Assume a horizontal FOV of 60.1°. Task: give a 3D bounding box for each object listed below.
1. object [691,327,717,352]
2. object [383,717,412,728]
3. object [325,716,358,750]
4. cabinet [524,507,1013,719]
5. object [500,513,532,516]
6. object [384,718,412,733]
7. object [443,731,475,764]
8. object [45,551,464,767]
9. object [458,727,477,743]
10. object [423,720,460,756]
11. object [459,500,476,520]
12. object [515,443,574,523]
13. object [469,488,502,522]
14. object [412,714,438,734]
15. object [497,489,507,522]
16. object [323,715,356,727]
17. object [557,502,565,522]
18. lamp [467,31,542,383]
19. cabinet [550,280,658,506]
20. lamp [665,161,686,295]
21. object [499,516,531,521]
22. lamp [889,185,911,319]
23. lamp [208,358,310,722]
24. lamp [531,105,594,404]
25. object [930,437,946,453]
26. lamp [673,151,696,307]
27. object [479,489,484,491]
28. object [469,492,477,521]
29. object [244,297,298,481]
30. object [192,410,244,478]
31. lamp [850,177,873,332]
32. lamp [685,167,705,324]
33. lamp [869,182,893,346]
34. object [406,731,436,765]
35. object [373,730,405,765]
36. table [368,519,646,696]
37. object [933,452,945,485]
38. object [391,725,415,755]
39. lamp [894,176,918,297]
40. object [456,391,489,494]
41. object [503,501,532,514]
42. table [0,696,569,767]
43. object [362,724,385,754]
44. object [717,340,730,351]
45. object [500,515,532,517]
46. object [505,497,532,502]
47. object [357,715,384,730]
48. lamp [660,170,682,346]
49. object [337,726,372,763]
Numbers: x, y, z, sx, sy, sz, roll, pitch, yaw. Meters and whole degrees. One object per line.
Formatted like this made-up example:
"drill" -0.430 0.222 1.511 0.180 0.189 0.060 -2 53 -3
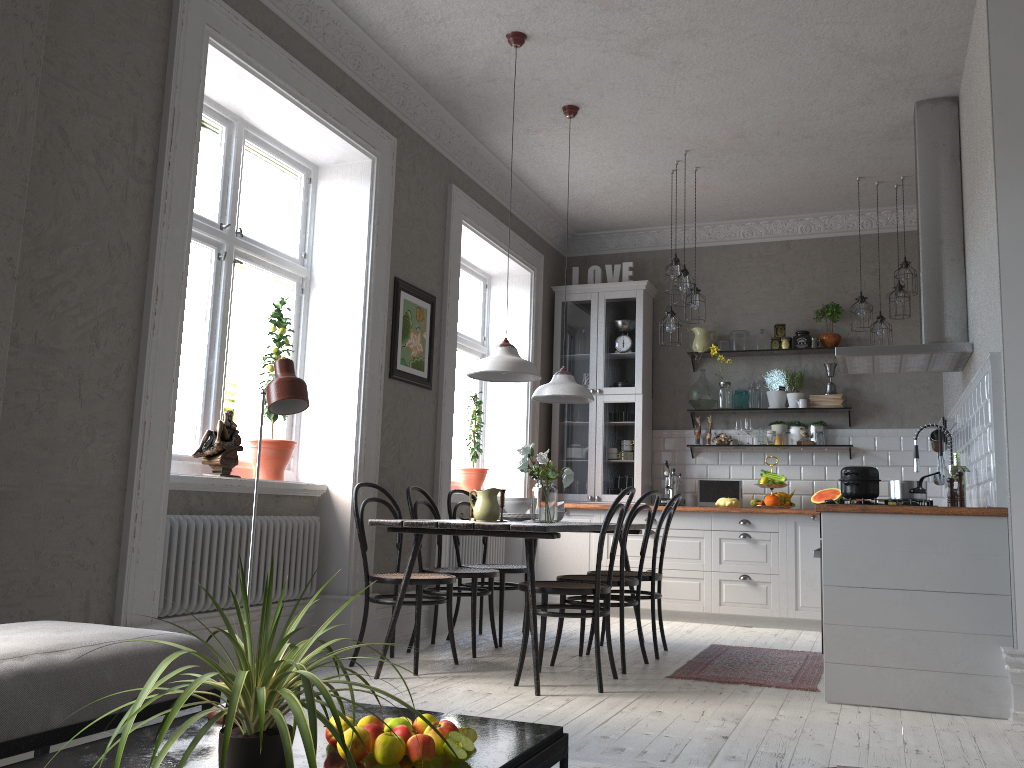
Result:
"object" 1.631 -0.365 7.539 0.187 0.216 0.176 -4 -10 35
"object" -0.246 0.746 1.913 0.063 0.039 0.067 -3 -9 27
"object" -0.350 0.714 1.810 0.066 0.066 0.071 -2 -9 26
"cabinet" 1.720 1.231 5.724 2.018 0.854 4.132 5 -9 -21
"object" 0.025 0.763 5.125 0.232 0.027 0.242 -6 -11 44
"object" -0.238 0.726 1.846 0.062 0.058 0.060 5 -9 -23
"object" -0.109 0.719 1.752 0.057 0.053 0.061 -3 -9 28
"object" -0.412 0.507 1.565 0.716 0.420 0.676 -5 -11 39
"object" -0.107 0.745 1.874 0.068 0.037 0.046 9 -11 -41
"object" -0.144 0.721 1.808 0.077 0.064 0.073 8 -10 -37
"object" -0.224 0.709 4.978 0.139 0.112 0.140 1 -8 4
"object" 0.170 0.514 4.612 0.307 0.414 0.254 -1 -9 20
"object" -0.133 0.612 4.488 0.151 0.170 0.134 4 -9 -17
"object" -0.180 0.730 1.873 0.059 0.062 0.064 1 -8 3
"object" -0.051 0.624 4.546 0.058 0.167 0.060 -4 -10 35
"object" -0.366 0.730 1.882 0.069 0.055 0.059 3 -8 -11
"object" 0.243 0.735 5.093 0.122 0.119 0.130 -4 -10 37
"lamp" -0.008 -0.948 4.618 0.386 1.859 0.372 7 -10 -31
"cabinet" 0.789 0.110 7.690 0.867 1.921 0.393 -1 -9 21
"lamp" 1.178 -1.501 6.345 0.146 1.735 0.147 1 -8 8
"object" 0.024 0.780 5.122 0.232 0.027 0.242 -5 -11 39
"lamp" 2.898 -1.350 6.672 0.149 1.735 0.144 6 -9 -26
"lamp" -0.594 0.358 2.087 0.140 0.839 0.246 7 -10 -32
"lamp" 0.337 -0.819 5.447 0.372 1.859 0.386 -3 -9 29
"object" 2.965 0.395 6.146 0.106 0.161 0.139 -4 -10 33
"lamp" 1.201 -1.397 6.146 0.149 1.735 0.144 5 -9 -21
"object" -0.151 0.630 4.622 0.060 0.172 0.063 -6 -11 43
"object" -0.179 0.642 4.709 0.096 0.172 0.096 1 -8 3
"object" -1.242 0.010 4.644 0.275 0.991 0.265 7 -9 -29
"object" -1.402 0.281 4.233 0.118 0.329 0.240 -2 -9 24
"lamp" 2.557 -1.251 6.523 0.150 1.735 0.144 8 -10 -36
"lamp" 1.331 -1.302 6.425 0.146 1.735 0.147 1 -8 8
"lamp" 2.723 -1.113 6.585 0.147 1.735 0.146 3 -8 -6
"object" -0.177 0.712 1.729 0.057 0.058 0.056 10 -11 -43
"object" -0.239 0.707 1.727 0.063 0.063 0.060 8 -10 -36
"table" 0.094 1.126 4.849 0.892 0.735 1.947 -2 -9 22
"object" 3.067 0.539 6.370 0.076 0.379 0.084 -1 -9 21
"object" -0.220 0.718 1.788 0.056 0.058 0.059 0 -8 12
"lamp" 2.876 -1.503 6.518 0.147 1.735 0.146 3 -8 -6
"object" -0.300 0.455 6.940 0.265 0.813 0.254 9 -11 -41
"object" 0.026 0.727 5.130 0.178 0.094 0.181 0 -8 12
"table" -0.516 0.862 1.581 0.837 0.303 1.328 -2 -9 22
"object" -0.287 0.719 1.795 0.057 0.056 0.060 1 -8 8
"object" 1.799 -0.308 7.529 0.102 0.111 0.105 -1 -9 21
"object" 0.025 0.771 5.124 0.239 0.027 0.235 3 -8 -10
"object" 0.027 0.707 5.133 0.178 0.094 0.181 0 -8 12
"object" -0.299 0.727 1.859 0.057 0.058 0.058 1 -8 4
"lamp" 1.165 -1.140 6.466 0.148 1.735 0.145 4 -8 -11
"object" -0.309 0.704 1.730 0.069 0.066 0.071 -4 -10 36
